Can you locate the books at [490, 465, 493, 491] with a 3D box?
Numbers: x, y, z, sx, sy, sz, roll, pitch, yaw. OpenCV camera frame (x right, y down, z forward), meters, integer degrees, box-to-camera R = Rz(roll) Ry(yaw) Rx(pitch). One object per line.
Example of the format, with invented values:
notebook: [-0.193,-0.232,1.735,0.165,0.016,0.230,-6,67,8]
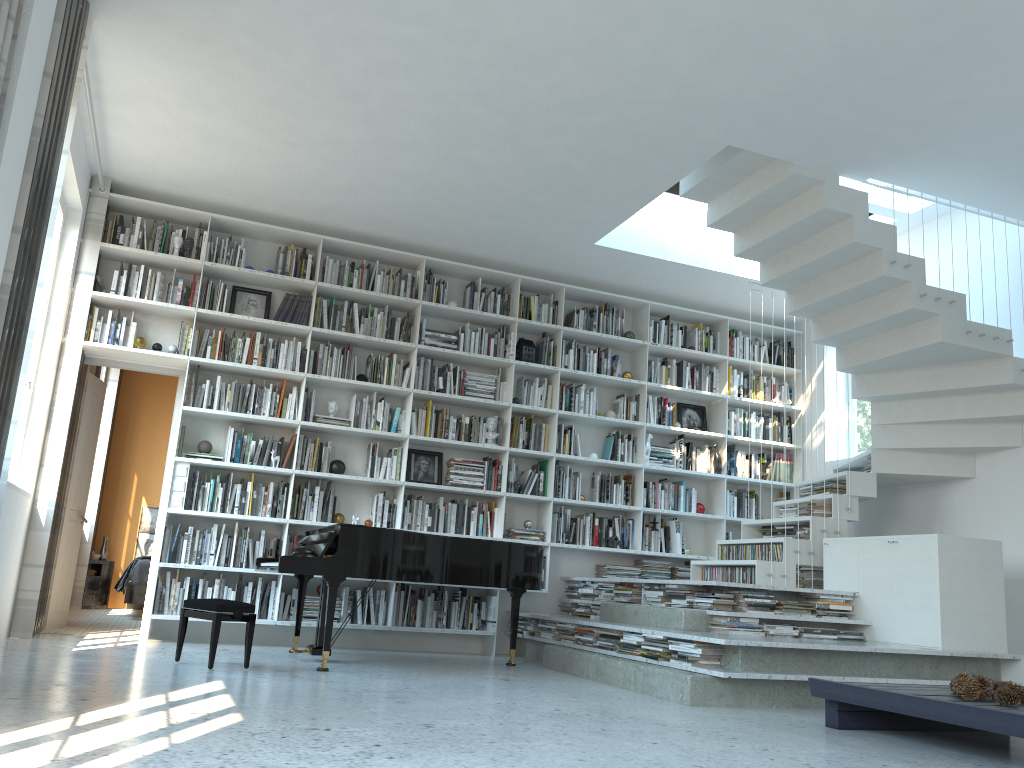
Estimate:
books: [-0.194,0.792,7.345,0.013,0.232,0.134,9,-13,-20]

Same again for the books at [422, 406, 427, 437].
books: [-0.725,0.325,7.228,0.010,0.283,0.137,9,-13,-20]

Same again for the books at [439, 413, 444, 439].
books: [-0.601,0.365,7.256,0.025,0.235,0.137,9,-13,-20]

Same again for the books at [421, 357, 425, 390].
books: [-0.756,-0.057,7.285,0.014,0.312,0.134,9,-13,-20]

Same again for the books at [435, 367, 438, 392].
books: [-0.645,-0.007,7.302,0.011,0.239,0.148,9,-13,-20]

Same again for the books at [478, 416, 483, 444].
books: [-0.279,0.403,7.377,0.024,0.258,0.127,9,-13,-20]

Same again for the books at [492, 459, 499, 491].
books: [-0.156,0.770,7.344,0.011,0.279,0.186,9,-13,-20]

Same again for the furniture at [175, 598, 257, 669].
furniture: [-1.627,1.360,4.869,0.467,0.352,0.240,-8,-17,43]

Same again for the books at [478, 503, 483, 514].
books: [-0.271,1.115,7.257,0.010,0.283,0.132,9,-13,-20]

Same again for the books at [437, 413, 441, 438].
books: [-0.616,0.365,7.242,0.012,0.227,0.170,9,-13,-20]

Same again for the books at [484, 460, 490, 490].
books: [-0.230,0.768,7.316,0.011,0.260,0.184,9,-13,-20]

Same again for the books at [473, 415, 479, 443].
books: [-0.318,0.395,7.352,0.025,0.258,0.151,9,-13,-20]

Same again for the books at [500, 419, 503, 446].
books: [-0.114,0.428,7.450,0.023,0.264,0.107,9,-13,-20]

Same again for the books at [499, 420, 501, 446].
books: [-0.128,0.426,7.437,0.014,0.260,0.137,9,-13,-20]

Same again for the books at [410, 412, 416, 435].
books: [-0.811,0.342,7.161,0.053,0.208,0.156,9,-13,-20]

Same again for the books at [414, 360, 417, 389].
books: [-0.819,-0.048,7.239,0.026,0.266,0.171,9,-13,-20]

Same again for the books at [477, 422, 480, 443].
books: [-0.304,0.426,7.370,0.022,0.206,0.114,9,-13,-20]

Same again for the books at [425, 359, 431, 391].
books: [-0.711,-0.043,7.291,0.029,0.294,0.151,9,-13,-20]

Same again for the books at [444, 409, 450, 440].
books: [-0.555,0.351,7.253,0.028,0.267,0.190,9,-13,-20]

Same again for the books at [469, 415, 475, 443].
books: [-0.352,0.392,7.320,0.012,0.244,0.186,9,-13,-20]

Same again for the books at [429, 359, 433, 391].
books: [-0.689,-0.044,7.291,0.011,0.299,0.180,9,-13,-20]

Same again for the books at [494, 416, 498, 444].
books: [-0.160,0.413,7.431,0.025,0.278,0.108,9,-13,-20]

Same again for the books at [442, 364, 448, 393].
books: [-0.569,-0.017,7.342,0.022,0.284,0.131,9,-13,-20]

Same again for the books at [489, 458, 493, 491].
books: [-0.201,0.762,7.341,0.011,0.287,0.152,9,-13,-20]

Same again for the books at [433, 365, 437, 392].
books: [-0.656,-0.015,7.298,0.014,0.249,0.173,9,-13,-20]

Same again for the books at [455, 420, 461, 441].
books: [-0.470,0.404,7.307,0.050,0.198,0.146,9,-13,-20]

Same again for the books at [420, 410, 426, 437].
books: [-0.741,0.341,7.205,0.029,0.239,0.156,9,-13,-20]

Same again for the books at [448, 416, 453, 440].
books: [-0.528,0.384,7.273,0.024,0.216,0.175,9,-13,-20]

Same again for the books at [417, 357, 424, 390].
books: [-0.768,-0.055,7.259,0.026,0.296,0.179,9,-13,-20]

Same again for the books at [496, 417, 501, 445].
books: [-0.137,0.419,7.421,0.014,0.265,0.154,9,-13,-20]

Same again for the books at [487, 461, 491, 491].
books: [-0.213,0.776,7.334,0.013,0.255,0.163,9,-13,-20]

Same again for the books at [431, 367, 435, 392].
books: [-0.671,-0.008,7.295,0.014,0.232,0.147,9,-13,-20]

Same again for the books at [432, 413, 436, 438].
books: [-0.664,0.360,7.239,0.024,0.228,0.148,9,-13,-20]

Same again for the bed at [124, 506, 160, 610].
bed: [-3.164,1.935,9.602,1.771,1.177,2.178,9,-14,-20]

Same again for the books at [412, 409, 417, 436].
books: [-0.797,0.331,7.181,0.042,0.241,0.162,9,-13,-20]

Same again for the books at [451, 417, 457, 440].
books: [-0.503,0.389,7.283,0.030,0.214,0.169,9,-13,-20]

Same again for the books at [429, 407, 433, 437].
books: [-0.685,0.329,7.195,0.015,0.266,0.189,9,-13,-20]

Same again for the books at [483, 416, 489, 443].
books: [-0.232,0.410,7.402,0.014,0.262,0.135,9,-13,-20]

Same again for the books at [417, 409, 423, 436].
books: [-0.768,0.335,7.202,0.026,0.247,0.139,9,-13,-20]

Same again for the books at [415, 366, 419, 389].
books: [-0.802,-0.023,7.259,0.027,0.228,0.147,9,-13,-20]

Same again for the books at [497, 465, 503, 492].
books: [-0.133,0.796,7.337,0.034,0.229,0.200,9,-13,-20]

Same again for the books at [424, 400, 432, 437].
books: [-0.697,0.302,7.196,0.014,0.317,0.188,9,-13,-20]

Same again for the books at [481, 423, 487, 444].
books: [-0.253,0.435,7.379,0.035,0.201,0.149,9,-13,-20]

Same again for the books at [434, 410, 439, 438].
books: [-0.641,0.350,7.257,0.028,0.258,0.134,9,-13,-20]

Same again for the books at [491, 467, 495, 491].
books: [-0.179,0.801,7.347,0.021,0.217,0.132,9,-13,-20]

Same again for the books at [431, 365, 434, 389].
books: [-0.682,-0.019,7.292,0.011,0.251,0.153,9,-13,-20]

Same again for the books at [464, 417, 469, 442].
books: [-0.402,0.397,7.309,0.029,0.223,0.186,9,-13,-20]

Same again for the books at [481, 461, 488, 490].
books: [-0.243,0.770,7.314,0.012,0.253,0.161,9,-13,-20]

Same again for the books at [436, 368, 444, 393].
books: [-0.607,-0.002,7.310,0.066,0.236,0.154,9,-13,-20]

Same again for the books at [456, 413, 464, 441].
books: [-0.435,0.378,7.315,0.014,0.258,0.162,9,-13,-20]

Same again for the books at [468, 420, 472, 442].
books: [-0.377,0.413,7.318,0.029,0.200,0.178,9,-13,-20]

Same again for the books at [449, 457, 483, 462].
books: [-0.380,0.631,7.287,0.254,0.012,0.161,8,-14,-16]

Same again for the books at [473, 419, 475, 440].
books: [-0.349,0.409,7.358,0.025,0.229,0.143,9,-13,-20]

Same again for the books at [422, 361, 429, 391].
books: [-0.730,-0.036,7.263,0.025,0.265,0.185,9,-13,-20]

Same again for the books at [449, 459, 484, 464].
books: [-0.381,0.643,7.286,0.254,0.012,0.161,10,-14,-23]

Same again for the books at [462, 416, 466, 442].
books: [-0.424,0.391,7.313,0.010,0.233,0.175,9,-13,-20]

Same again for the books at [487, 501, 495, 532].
books: [-0.184,1.118,7.281,0.011,0.299,0.149,9,-13,-20]

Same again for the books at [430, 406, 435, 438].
books: [-0.669,0.328,7.218,0.010,0.280,0.171,9,-13,-20]

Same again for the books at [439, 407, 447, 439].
books: [-0.579,0.343,7.261,0.013,0.283,0.177,9,-13,-20]
